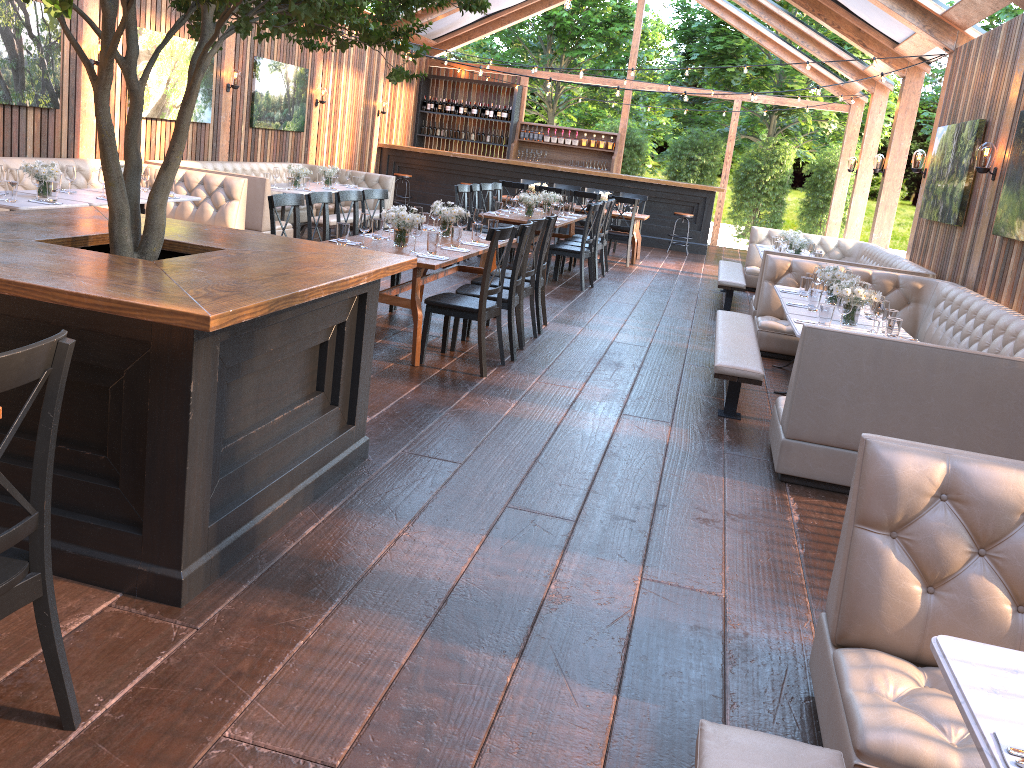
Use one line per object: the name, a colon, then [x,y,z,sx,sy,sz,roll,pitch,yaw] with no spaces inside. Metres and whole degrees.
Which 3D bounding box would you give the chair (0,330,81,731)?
chair: [-1.342,0.384,2.000,0.541,1.007,0.483,10,12,11]

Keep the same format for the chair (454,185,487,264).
chair: [-0.486,-1.905,10.852,0.541,1.007,0.483,10,12,11]

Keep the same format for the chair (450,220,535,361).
chair: [-0.137,-0.756,6.775,0.540,1.007,0.483,9,12,6]

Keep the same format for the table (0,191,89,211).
table: [-3.982,-1.143,7.049,0.800,0.663,0.808,10,14,10]

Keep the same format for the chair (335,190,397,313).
chair: [-1.267,-1.117,7.575,0.541,1.007,0.483,10,12,11]

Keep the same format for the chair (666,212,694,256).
chair: [3.102,-2.770,16.280,0.468,0.725,0.474,7,13,-1]

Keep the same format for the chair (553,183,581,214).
chair: [0.836,-2.836,14.912,0.478,1.007,0.546,10,13,11]

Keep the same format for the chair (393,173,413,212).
chair: [-2.181,-3.745,17.383,0.470,0.725,0.472,12,13,18]

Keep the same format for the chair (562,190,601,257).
chair: [1.089,-2.445,13.590,0.478,1.007,0.546,10,13,11]

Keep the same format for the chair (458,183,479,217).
chair: [-0.860,-3.501,17.107,0.467,0.725,0.475,6,13,-5]

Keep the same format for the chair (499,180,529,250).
chair: [0.006,-2.645,13.816,0.478,1.007,0.546,10,13,11]

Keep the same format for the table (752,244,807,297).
table: [3.576,-1.427,11.667,0.800,0.663,0.808,10,14,11]

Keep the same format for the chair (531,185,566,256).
chair: [0.547,-2.545,13.703,0.478,1.007,0.546,9,12,6]

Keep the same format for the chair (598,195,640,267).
chair: [1.629,-2.345,13.477,0.478,1.007,0.546,9,12,6]

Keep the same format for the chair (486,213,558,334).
chair: [0.095,-1.019,7.855,0.540,1.007,0.483,9,12,6]

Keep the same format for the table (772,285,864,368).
table: [2.544,-0.385,7.331,0.800,0.663,0.808,10,14,11]

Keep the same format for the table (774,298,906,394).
table: [2.357,-0.196,6.548,0.800,0.663,0.808,10,14,11]

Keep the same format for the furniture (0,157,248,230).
furniture: [-4.207,-1.500,7.904,1.713,0.847,4.209,10,15,11]

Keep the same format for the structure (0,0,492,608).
structure: [-1.409,-1.375,3.381,2.726,3.647,2.879,12,14,20]

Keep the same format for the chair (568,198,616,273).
chair: [1.115,-2.068,12.211,0.541,1.007,0.483,10,12,11]

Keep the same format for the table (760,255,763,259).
table: [3.203,-1.051,10.101,0.800,0.663,0.808,10,14,10]

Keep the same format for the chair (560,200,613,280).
chair: [0.993,-1.938,11.673,0.541,1.007,0.482,11,13,17]

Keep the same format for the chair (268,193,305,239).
chair: [-1.523,-0.859,6.500,0.541,1.007,0.483,10,12,11]

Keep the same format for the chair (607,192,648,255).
chair: [1.917,-2.636,14.686,0.479,1.007,0.545,11,13,16]

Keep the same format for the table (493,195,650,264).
table: [0.917,-2.505,14.280,2.436,0.720,0.962,10,14,12]

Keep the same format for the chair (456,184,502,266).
chair: [-0.358,-2.034,11.390,0.540,1.007,0.483,9,12,6]

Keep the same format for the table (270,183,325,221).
table: [-2.949,-2.186,11.385,0.800,0.663,0.808,10,14,10]

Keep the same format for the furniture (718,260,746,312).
furniture: [2.707,-1.231,11.050,0.313,0.393,2.357,10,15,11]

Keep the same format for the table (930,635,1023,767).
table: [1.158,1.014,1.515,0.800,0.663,0.808,10,14,10]

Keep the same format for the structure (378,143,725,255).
structure: [0.647,-3.680,17.453,6.816,1.258,0.867,10,13,12]

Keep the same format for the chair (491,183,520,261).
chair: [-0.102,-2.293,12.465,0.541,1.007,0.483,10,12,11]

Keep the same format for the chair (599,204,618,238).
chair: [1.782,-3.014,16.556,0.472,0.725,0.470,16,15,34]

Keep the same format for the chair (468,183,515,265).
chair: [-0.230,-2.164,11.927,0.541,1.007,0.482,11,13,16]

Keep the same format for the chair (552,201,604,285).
chair: [0.843,-1.817,11.153,0.540,1.007,0.483,9,12,8]

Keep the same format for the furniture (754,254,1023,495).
furniture: [2.744,-0.217,6.449,1.713,0.847,4.209,10,15,11]

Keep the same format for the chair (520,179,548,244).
chair: [0.295,-2.936,15.025,0.478,1.007,0.546,9,12,6]

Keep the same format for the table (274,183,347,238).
table: [-2.762,-2.374,12.168,0.800,0.663,0.808,10,14,11]

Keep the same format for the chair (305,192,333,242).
chair: [-1.395,-0.988,7.038,0.540,1.007,0.483,9,12,6]

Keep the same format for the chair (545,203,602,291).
chair: [0.741,-1.680,10.603,0.542,1.007,0.482,12,13,19]

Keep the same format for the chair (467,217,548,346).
chair: [-0.033,-0.890,7.318,0.541,1.007,0.482,11,13,14]

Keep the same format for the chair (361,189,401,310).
chair: [-1.139,-1.246,8.112,0.541,1.007,0.482,11,13,16]

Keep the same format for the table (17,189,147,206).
table: [-3.795,-1.331,7.832,0.800,0.663,0.808,10,14,11]

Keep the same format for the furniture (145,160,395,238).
furniture: [-3.174,-2.543,12.243,1.713,0.847,4.209,10,15,11]

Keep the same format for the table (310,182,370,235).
table: [-2.576,-2.562,12.951,0.800,0.663,0.808,10,14,11]

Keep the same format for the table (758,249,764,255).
table: [3.390,-1.239,10.884,0.800,0.663,0.808,10,14,11]

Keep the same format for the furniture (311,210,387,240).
furniture: [-2.131,-2.123,12.060,0.313,0.393,2.357,10,15,11]

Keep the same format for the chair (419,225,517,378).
chair: [-0.301,-0.633,6.246,0.541,1.007,0.482,11,13,16]

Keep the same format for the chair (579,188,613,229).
chair: [1.377,-2.736,14.799,0.478,1.007,0.546,9,12,6]

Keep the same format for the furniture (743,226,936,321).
furniture: [3.780,-1.262,10.798,1.713,0.847,4.209,10,15,11]

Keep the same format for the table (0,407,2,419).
table: [-2.136,0.606,1.356,0.952,0.720,2.461,10,15,11]

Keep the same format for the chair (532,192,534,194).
chair: [0.461,-3.258,16.831,0.467,0.725,0.475,4,13,-13]

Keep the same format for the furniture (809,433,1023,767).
furniture: [1.361,1.179,0.645,1.713,0.847,4.209,10,15,11]

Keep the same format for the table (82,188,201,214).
table: [-3.609,-1.520,8.615,0.800,0.663,0.808,10,14,11]

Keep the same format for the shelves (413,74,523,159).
shelves: [-1.051,-5.265,19.555,2.207,2.792,0.507,10,12,12]

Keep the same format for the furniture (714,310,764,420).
furniture: [1.675,-0.188,6.714,0.313,0.393,2.357,10,15,11]
